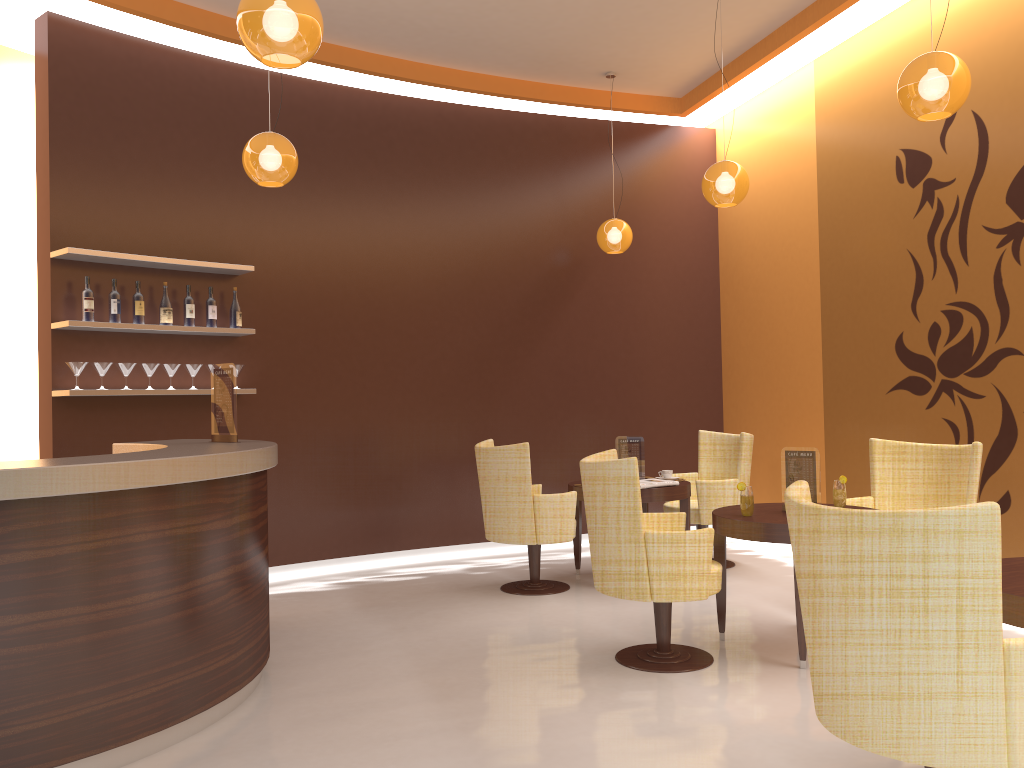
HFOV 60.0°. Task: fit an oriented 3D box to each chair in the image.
[{"bbox_3d":[1.156,0.797,2.476,0.685,1.017,0.729,-1,-1,-19],"label":"chair"},{"bbox_3d":[1.507,0.875,6.827,0.685,1.017,0.729,-1,-1,-17],"label":"chair"},{"bbox_3d":[0.103,0.891,6.066,0.685,1.017,0.729,-1,-1,-19],"label":"chair"},{"bbox_3d":[0.688,0.845,4.375,0.685,1.017,0.729,-1,-1,1],"label":"chair"},{"bbox_3d":[2.197,0.822,4.907,0.685,1.017,0.729,-1,-1,-28],"label":"chair"}]

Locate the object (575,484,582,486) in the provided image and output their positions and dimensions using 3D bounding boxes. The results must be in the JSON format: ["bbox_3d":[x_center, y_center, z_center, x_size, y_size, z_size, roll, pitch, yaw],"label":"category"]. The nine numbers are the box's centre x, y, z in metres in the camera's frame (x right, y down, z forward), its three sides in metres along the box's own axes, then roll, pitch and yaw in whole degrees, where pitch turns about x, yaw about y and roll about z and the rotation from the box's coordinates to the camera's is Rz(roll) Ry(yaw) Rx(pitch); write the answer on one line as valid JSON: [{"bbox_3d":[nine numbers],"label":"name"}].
[{"bbox_3d":[0.554,0.703,6.234,0.239,0.021,0.464,-1,-1,-3],"label":"object"}]

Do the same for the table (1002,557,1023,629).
[{"bbox_3d":[1.899,0.956,2.770,0.872,0.679,0.874,-2,-1,20],"label":"table"}]

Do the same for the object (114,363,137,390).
[{"bbox_3d":[-2.506,-0.047,5.759,0.137,0.174,0.137,0,-1,-41],"label":"object"}]

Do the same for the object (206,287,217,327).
[{"bbox_3d":[-2.096,-0.529,6.180,0.073,0.297,0.073,-2,-1,21],"label":"object"}]

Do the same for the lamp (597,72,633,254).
[{"bbox_3d":[0.841,-1.842,7.394,0.299,1.500,0.299,-1,-1,-16],"label":"lamp"}]

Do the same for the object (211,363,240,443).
[{"bbox_3d":[-1.518,0.100,4.673,0.258,0.414,0.052,-2,-2,42],"label":"object"}]

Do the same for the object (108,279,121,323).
[{"bbox_3d":[-2.557,-0.528,5.708,0.073,0.297,0.073,-2,-1,21],"label":"object"}]

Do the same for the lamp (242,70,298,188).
[{"bbox_3d":[-1.339,-1.844,4.878,0.299,1.500,0.299,-1,-1,2],"label":"lamp"}]

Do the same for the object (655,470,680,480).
[{"bbox_3d":[1.138,0.666,6.485,0.153,0.069,0.153,-1,-1,-33],"label":"object"}]

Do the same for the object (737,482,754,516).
[{"bbox_3d":[1.184,0.580,4.475,0.072,0.171,0.067,0,-1,-34],"label":"object"}]

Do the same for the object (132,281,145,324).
[{"bbox_3d":[-2.454,-0.528,5.825,0.073,0.297,0.073,-1,-1,-19],"label":"object"}]

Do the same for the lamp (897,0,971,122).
[{"bbox_3d":[1.854,-1.932,3.941,0.299,1.500,0.299,-1,-1,9],"label":"lamp"}]

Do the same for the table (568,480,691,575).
[{"bbox_3d":[0.846,1.050,6.360,0.872,0.679,0.874,-2,-1,20],"label":"table"}]

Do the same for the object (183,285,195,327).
[{"bbox_3d":[-2.211,-0.529,6.070,0.073,0.297,0.073,-2,-1,21],"label":"object"}]

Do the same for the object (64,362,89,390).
[{"bbox_3d":[-2.711,-0.047,5.526,0.137,0.174,0.137,-2,-1,39],"label":"object"}]

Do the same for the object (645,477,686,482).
[{"bbox_3d":[1.157,0.695,6.483,0.239,0.021,0.464,-1,-1,-20],"label":"object"}]

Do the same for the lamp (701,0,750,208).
[{"bbox_3d":[1.347,-1.887,5.667,0.299,1.500,0.299,-2,-1,26],"label":"lamp"}]

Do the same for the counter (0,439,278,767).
[{"bbox_3d":[-1.964,0.847,3.648,1.586,1.100,2.917,-2,-1,29],"label":"counter"}]

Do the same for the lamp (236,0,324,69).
[{"bbox_3d":[-0.832,-1.889,3.151,0.299,1.500,0.299,0,-1,-38],"label":"lamp"}]

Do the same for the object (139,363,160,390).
[{"bbox_3d":[-2.398,-0.046,5.869,0.137,0.174,0.137,0,-1,-41],"label":"object"}]

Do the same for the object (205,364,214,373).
[{"bbox_3d":[-2.073,-0.047,6.190,0.137,0.174,0.137,-1,-1,9],"label":"object"}]

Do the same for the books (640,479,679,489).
[{"bbox_3d":[0.922,0.686,6.119,0.367,0.035,0.345,-1,-1,-26],"label":"books"}]

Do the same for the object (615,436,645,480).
[{"bbox_3d":[0.854,0.543,6.416,0.209,0.335,0.042,-1,-1,7],"label":"object"}]

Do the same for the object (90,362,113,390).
[{"bbox_3d":[-2.609,-0.047,5.643,0.137,0.174,0.137,-2,-1,39],"label":"object"}]

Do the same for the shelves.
[{"bbox_3d":[-3.236,-0.387,4.434,0.586,0.902,4.744,-2,-1,31],"label":"shelves"}]

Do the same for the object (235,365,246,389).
[{"bbox_3d":[-1.960,-0.047,6.297,0.137,0.174,0.137,0,-1,-41],"label":"object"}]

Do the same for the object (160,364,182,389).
[{"bbox_3d":[-2.298,-0.046,5.976,0.137,0.174,0.137,0,-1,-41],"label":"object"}]

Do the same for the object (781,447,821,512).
[{"bbox_3d":[1.195,0.518,5.479,0.187,0.335,2.090,-1,-1,-20],"label":"object"}]

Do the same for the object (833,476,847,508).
[{"bbox_3d":[1.738,0.573,4.705,0.067,0.171,0.072,-2,-1,31],"label":"object"}]

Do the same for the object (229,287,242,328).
[{"bbox_3d":[-1.965,-0.535,6.298,0.086,0.303,0.086,-1,-1,-2],"label":"object"}]

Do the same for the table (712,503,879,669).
[{"bbox_3d":[1.483,1.000,4.556,0.872,0.679,0.874,-2,-1,15],"label":"table"}]

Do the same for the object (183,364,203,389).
[{"bbox_3d":[-2.188,-0.046,6.083,0.137,0.174,0.137,0,-1,-41],"label":"object"}]

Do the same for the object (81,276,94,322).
[{"bbox_3d":[-2.668,-0.529,5.578,0.073,0.297,0.073,-2,-1,21],"label":"object"}]

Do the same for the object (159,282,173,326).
[{"bbox_3d":[-2.329,-0.534,5.964,0.086,0.303,0.086,-1,-1,-33],"label":"object"}]
